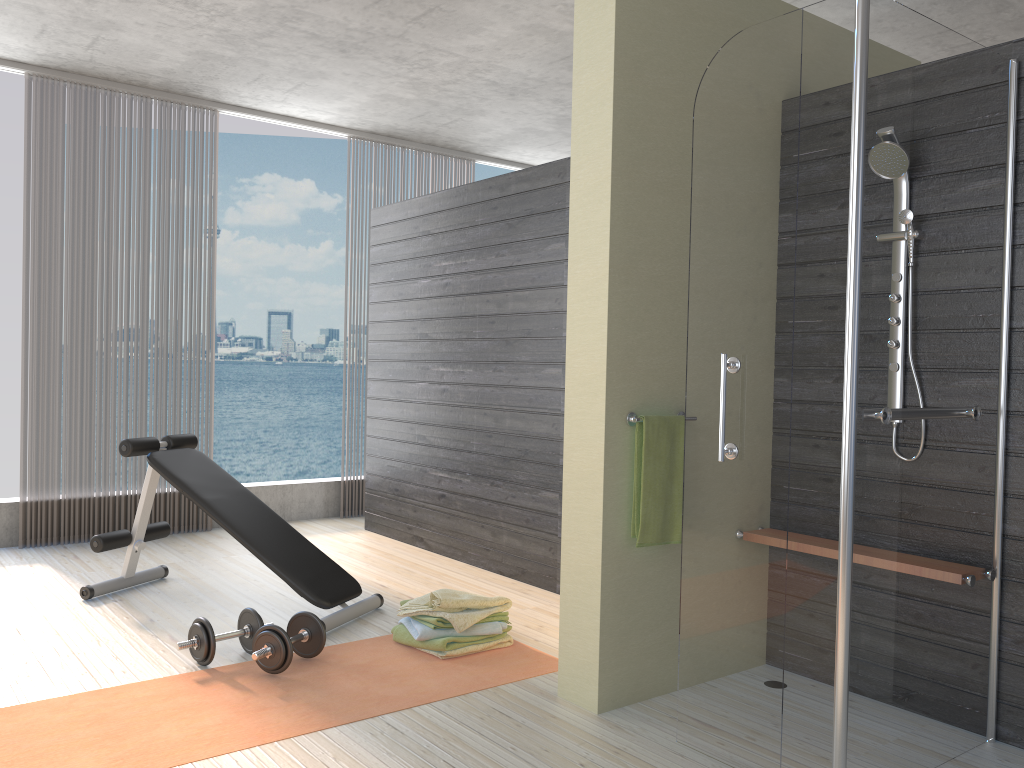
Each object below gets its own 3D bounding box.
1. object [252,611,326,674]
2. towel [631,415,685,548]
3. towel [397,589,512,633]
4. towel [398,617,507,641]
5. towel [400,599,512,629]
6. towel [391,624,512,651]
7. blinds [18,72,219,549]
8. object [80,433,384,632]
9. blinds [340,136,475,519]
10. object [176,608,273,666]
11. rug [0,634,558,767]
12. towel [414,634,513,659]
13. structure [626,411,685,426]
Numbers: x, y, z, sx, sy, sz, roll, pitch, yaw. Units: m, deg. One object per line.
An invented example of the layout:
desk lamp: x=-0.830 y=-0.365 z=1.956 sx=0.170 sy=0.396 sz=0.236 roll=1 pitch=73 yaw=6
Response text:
object: x=-0.810 y=0.939 z=3.231 sx=0.176 sy=0.176 sz=0.385 roll=2 pitch=1 yaw=24
towel: x=0.494 y=0.319 z=2.938 sx=0.214 sy=0.433 sz=0.070 roll=0 pitch=1 yaw=-42
towel: x=-0.232 y=0.878 z=3.579 sx=0.373 sy=0.123 sz=0.384 roll=2 pitch=1 yaw=36
towel: x=-0.242 y=0.968 z=3.586 sx=0.383 sy=0.078 sz=0.383 roll=1 pitch=1 yaw=-21
towel: x=-0.228 y=0.932 z=3.607 sx=0.376 sy=0.085 sz=0.371 roll=1 pitch=1 yaw=-33
towel: x=-0.244 y=0.994 z=3.562 sx=0.380 sy=0.081 sz=0.367 roll=0 pitch=1 yaw=-40
blinds: x=-2.376 y=-0.418 z=5.445 sx=1.133 sy=2.744 sz=0.069 roll=0 pitch=1 yaw=-38
object: x=-1.274 y=0.631 z=4.044 sx=1.312 sy=0.746 sz=0.505 roll=2 pitch=1 yaw=22
blinds: x=-0.763 y=-0.405 z=6.685 sx=1.133 sy=2.744 sz=0.069 roll=0 pitch=1 yaw=-38
object: x=-1.064 y=0.941 z=3.312 sx=0.176 sy=0.176 sz=0.385 roll=2 pitch=2 yaw=44
rug: x=-1.080 y=1.035 z=2.753 sx=2.779 sy=0.002 sz=0.716 roll=0 pitch=1 yaw=-38
towel: x=-0.225 y=1.017 z=3.568 sx=0.376 sy=0.044 sz=0.371 roll=0 pitch=1 yaw=-39
structure: x=0.502 y=0.117 z=2.964 sx=0.298 sy=0.046 sz=0.052 roll=0 pitch=1 yaw=-38
